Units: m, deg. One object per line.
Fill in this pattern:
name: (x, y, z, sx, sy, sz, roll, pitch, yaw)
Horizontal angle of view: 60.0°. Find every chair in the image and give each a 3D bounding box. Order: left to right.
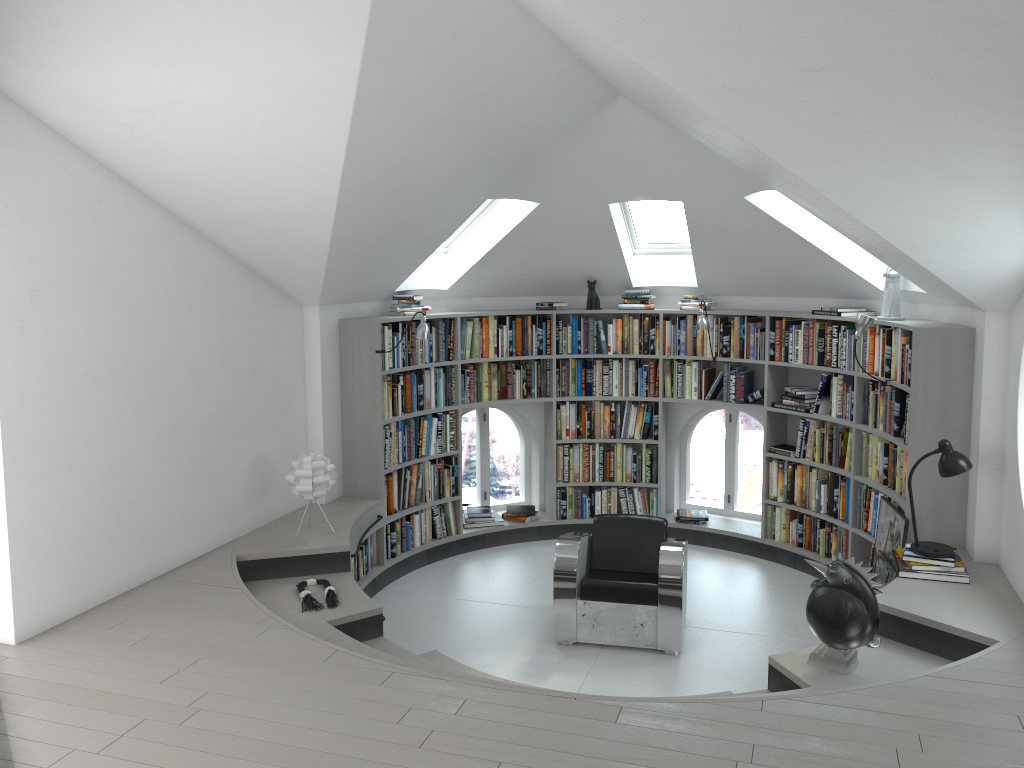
chair: (0.749, 1.306, 5.967, 0.823, 0.717, 0.743, 1, 7, 13)

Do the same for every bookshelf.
bookshelf: (1.078, 0.384, 7.111, 4.334, 1.874, 2.115, 2, 7, 18)

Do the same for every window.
window: (0.860, 0.674, 8.121, 3.231, 1.147, 0.619, 0, 6, 4)
window: (1.066, -1.373, 6.928, 4.056, 0.711, 1.938, 2, 8, 18)

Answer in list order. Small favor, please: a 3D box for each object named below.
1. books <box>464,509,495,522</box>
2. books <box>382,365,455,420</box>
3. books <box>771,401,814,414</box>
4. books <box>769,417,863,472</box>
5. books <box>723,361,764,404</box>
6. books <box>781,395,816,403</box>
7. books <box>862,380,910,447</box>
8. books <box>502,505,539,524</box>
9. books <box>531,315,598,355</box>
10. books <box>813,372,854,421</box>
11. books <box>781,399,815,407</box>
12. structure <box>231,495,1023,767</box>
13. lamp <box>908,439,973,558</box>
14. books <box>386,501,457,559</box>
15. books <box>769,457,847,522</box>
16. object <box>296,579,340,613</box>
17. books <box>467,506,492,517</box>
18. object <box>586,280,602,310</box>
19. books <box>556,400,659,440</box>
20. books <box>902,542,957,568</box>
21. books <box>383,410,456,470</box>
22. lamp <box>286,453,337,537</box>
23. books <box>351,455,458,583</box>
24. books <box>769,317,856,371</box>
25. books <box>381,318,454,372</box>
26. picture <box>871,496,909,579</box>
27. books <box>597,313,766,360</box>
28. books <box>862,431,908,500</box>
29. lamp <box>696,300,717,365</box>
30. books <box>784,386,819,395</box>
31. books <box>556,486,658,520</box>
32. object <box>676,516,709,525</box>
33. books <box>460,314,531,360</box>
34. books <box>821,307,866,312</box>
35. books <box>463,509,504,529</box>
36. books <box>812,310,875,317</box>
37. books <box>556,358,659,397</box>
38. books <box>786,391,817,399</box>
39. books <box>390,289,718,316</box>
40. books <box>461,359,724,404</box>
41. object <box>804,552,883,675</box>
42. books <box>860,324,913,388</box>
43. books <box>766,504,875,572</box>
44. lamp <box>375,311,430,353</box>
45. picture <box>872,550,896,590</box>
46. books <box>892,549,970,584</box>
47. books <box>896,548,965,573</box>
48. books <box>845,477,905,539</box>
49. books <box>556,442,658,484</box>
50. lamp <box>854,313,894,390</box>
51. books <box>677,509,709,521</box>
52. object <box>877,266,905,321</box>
books: (-0.293, 1.174, 7.936, 0.269, 0.031, 0.287, -1, 8, -5)
books: (-0.855, 0.052, 7.168, 0.303, 0.347, 1.091, 4, 9, 34)
books: (2.375, 0.178, 7.171, 0.366, 0.042, 0.389, -5, 9, -31)
books: (2.452, 0.440, 6.930, 0.252, 0.351, 0.976, -4, 8, -29)
books: (2.008, -0.009, 7.475, 0.399, 0.340, 0.225, 5, 8, 38)
books: (2.374, 0.114, 7.164, 0.269, 0.031, 0.286, -3, 8, -21)
books: (2.661, 0.181, 5.989, 0.279, 0.357, 1.056, 0, 7, 4)
books: (0.079, 1.171, 7.995, 0.318, 0.099, 0.292, 2, 8, 20)
books: (0.446, -0.442, 7.932, 0.682, 0.345, 0.266, -1, 7, -5)
books: (2.568, 0.083, 6.732, 0.256, 0.349, 0.554, -3, 8, -25)
books: (2.374, 0.145, 7.168, 0.269, 0.031, 0.286, -6, 9, -36)
structure: (0.650, 1.322, 5.889, 4.712, 0.691, 4.722, -4, 9, -26)
lamp: (2.428, 0.639, 5.040, 0.323, 0.658, 0.234, 4, 7, 34)
books: (-0.820, 1.162, 7.309, 0.283, 0.319, 0.920, 5, 9, 36)
books: (2.423, 0.809, 7.049, 0.272, 0.349, 0.874, -4, 8, -30)
object: (-1.145, 1.236, 5.213, 0.218, 0.082, 0.474, -3, 8, -19)
books: (-0.293, 1.142, 7.933, 0.213, 0.036, 0.227, -1, 8, -5)
object: (0.730, -0.791, 7.873, 0.147, 0.264, 0.202, 1, 7, 15)
books: (0.863, 0.310, 7.987, 0.997, 0.350, 0.298, 0, 7, 2)
books: (2.399, 0.978, 5.093, 0.269, 0.031, 0.286, 4, 9, 28)
books: (-0.831, 0.432, 7.162, 0.261, 0.358, 1.022, 4, 9, 35)
lamp: (-1.324, 0.727, 5.872, 0.305, 0.523, 0.306, 0, 6, 7)
books: (-0.967, 1.011, 6.998, 0.391, 0.693, 1.645, 3, 8, 28)
books: (2.426, -0.331, 6.915, 0.306, 0.366, 0.972, -4, 8, -28)
books: (-0.856, -0.329, 7.106, 0.301, 0.360, 1.035, 4, 9, 34)
picture: (2.469, 1.231, 5.844, 0.090, 0.860, 0.580, 0, 7, 8)
books: (1.498, -0.431, 7.715, 1.566, 0.366, 0.395, 3, 8, 24)
books: (2.670, 0.563, 6.022, 0.275, 0.346, 1.024, 0, 7, 3)
lamp: (1.621, -0.424, 7.391, 0.113, 0.565, 0.358, 2, 7, 25)
books: (2.374, 0.052, 7.158, 0.269, 0.031, 0.287, -1, 8, -2)
books: (0.865, 1.054, 8.063, 1.019, 0.305, 0.288, 0, 7, 3)
object: (1.611, 1.202, 7.922, 0.227, 0.036, 0.214, 5, 9, 35)
books: (-0.199, -0.419, 7.711, 0.793, 0.372, 0.269, -4, 8, -28)
books: (2.539, -0.573, 6.797, 0.233, 0.027, 0.248, -2, 8, -9)
books: (-0.293, 1.207, 7.939, 0.365, 0.042, 0.389, -2, 8, -15)
books: (2.539, -0.545, 6.800, 0.316, 0.036, 0.337, -3, 8, -19)
books: (0.863, -0.072, 7.989, 1.028, 0.358, 0.301, 0, 7, 4)
books: (2.374, 0.083, 7.161, 0.213, 0.036, 0.227, -3, 8, -21)
books: (0.352, -0.712, 7.629, 2.814, 0.173, 0.750, -2, 8, -11)
books: (0.651, -0.041, 7.816, 2.528, 0.370, 0.593, -1, 7, -1)
object: (1.578, 1.081, 4.245, 0.320, 0.561, 0.321, -1, 6, -9)
books: (2.660, -0.202, 5.960, 0.292, 0.361, 1.017, 0, 7, 1)
books: (2.510, 1.207, 6.815, 0.360, 0.310, 1.501, -3, 8, -19)
lamp: (-0.807, -0.386, 6.603, 0.414, 0.311, 0.117, 2, 6, 15)
picture: (2.372, 1.411, 5.705, 0.107, 0.553, 0.491, 1, 7, 9)
books: (2.399, 1.047, 5.100, 0.365, 0.042, 0.389, 2, 8, 18)
books: (2.399, 1.010, 5.096, 0.286, 0.034, 0.305, 1, 8, 8)
books: (2.661, 0.933, 6.131, 0.304, 0.357, 1.188, 0, 8, -1)
books: (0.880, 0.693, 8.028, 1.031, 0.356, 0.293, 0, 7, 3)
lamp: (2.440, -0.215, 5.946, 0.275, 0.524, 0.112, 1, 6, 9)
books: (1.611, 1.172, 7.919, 0.268, 0.029, 0.254, 1, 8, 9)
object: (2.639, -0.678, 6.153, 0.179, 0.471, 0.179, 3, 7, 27)
